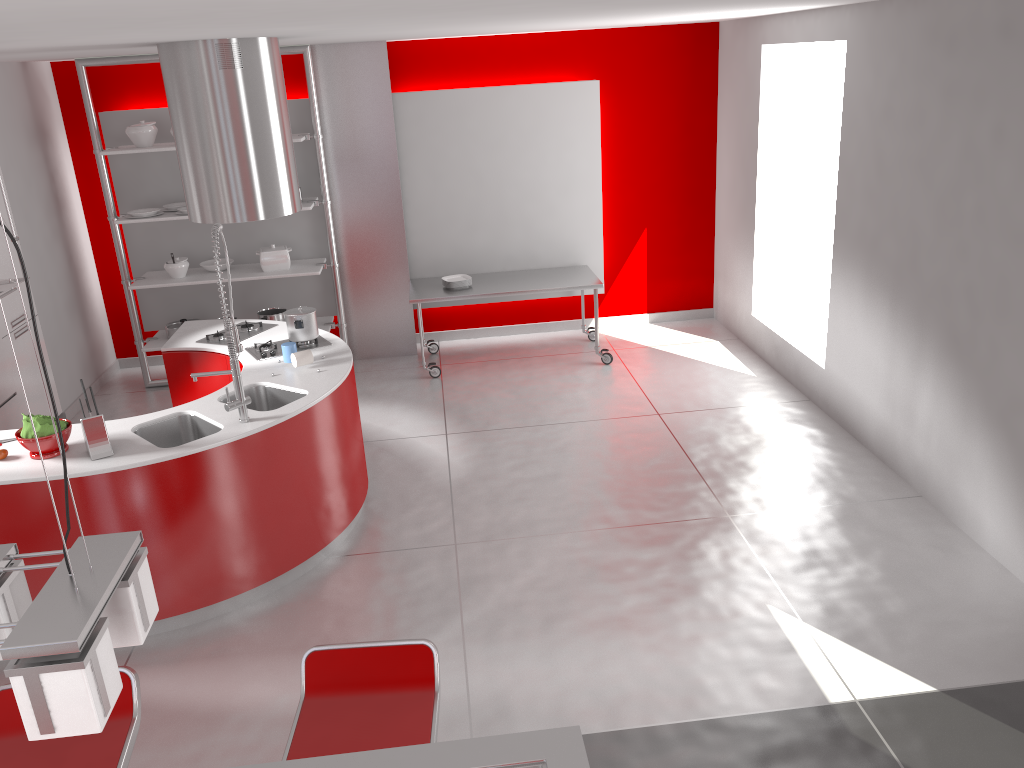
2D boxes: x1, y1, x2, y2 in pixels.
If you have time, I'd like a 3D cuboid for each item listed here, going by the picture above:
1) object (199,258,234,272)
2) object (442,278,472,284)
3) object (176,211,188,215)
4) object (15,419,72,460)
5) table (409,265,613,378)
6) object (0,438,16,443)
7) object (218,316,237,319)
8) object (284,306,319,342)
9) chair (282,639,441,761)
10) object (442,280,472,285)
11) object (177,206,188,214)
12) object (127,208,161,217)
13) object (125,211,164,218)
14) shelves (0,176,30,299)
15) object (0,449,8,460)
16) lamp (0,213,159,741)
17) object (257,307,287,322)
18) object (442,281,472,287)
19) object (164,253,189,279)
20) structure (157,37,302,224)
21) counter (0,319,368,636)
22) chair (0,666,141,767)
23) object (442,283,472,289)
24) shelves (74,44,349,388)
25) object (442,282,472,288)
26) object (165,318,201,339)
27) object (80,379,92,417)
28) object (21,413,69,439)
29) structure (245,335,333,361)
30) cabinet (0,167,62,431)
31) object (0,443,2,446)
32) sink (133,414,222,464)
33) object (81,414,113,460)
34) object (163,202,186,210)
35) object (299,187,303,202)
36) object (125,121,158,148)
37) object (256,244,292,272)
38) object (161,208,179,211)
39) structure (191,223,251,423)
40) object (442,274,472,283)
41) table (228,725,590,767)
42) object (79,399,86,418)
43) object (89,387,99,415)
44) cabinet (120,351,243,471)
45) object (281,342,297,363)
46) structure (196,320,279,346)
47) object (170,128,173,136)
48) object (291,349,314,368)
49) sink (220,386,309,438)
[{"bbox_3d":[-2.408,-0.962,7.250,0.272,0.072,0.272,-20,26,-38],"label":"object"},{"bbox_3d":[-0.453,-0.850,7.269,0.228,0.020,0.228,-12,22,-21],"label":"object"},{"bbox_3d":[-2.465,-1.337,6.886,0.280,0.015,0.280,6,22,23],"label":"object"},{"bbox_3d":[-2.083,0.253,3.969,0.229,0.118,0.228,-16,24,-31],"label":"object"},{"bbox_3d":[-0.024,-0.534,7.475,1.627,0.682,0.749,-5,20,-3],"label":"table"},{"bbox_3d":[-2.455,0.281,4.097,0.375,0.008,0.041,-14,23,-26],"label":"object"},{"bbox_3d":[-2.353,-0.474,7.319,0.196,0.122,0.182,15,27,40],"label":"object"},{"bbox_3d":[-1.253,-0.363,5.290,0.189,0.185,0.218,-21,27,-39],"label":"object"},{"bbox_3d":[-0.387,1.221,2.540,0.418,0.857,0.460,-3,20,0],"label":"chair"},{"bbox_3d":[-0.452,-0.840,7.272,0.228,0.020,0.228,-12,22,-21],"label":"object"},{"bbox_3d":[-2.466,-1.350,6.882,0.244,0.042,0.244,-11,21,-19],"label":"object"},{"bbox_3d":[-2.846,-1.320,6.866,0.244,0.042,0.244,-11,21,-19],"label":"object"},{"bbox_3d":[-2.845,-1.307,6.870,0.280,0.015,0.280,9,24,30],"label":"object"},{"bbox_3d":[-2.622,-0.791,3.557,0.934,1.023,0.462,-5,20,-4],"label":"shelves"},{"bbox_3d":[-2.276,0.312,3.943,0.064,0.048,0.063,-13,22,-25],"label":"object"},{"bbox_3d":[-0.768,-0.029,1.192,0.304,1.025,0.304,-5,20,-4],"label":"lamp"},{"bbox_3d":[-1.972,-0.522,7.329,0.240,0.161,0.259,-11,22,-20],"label":"object"},{"bbox_3d":[-0.452,-0.831,7.276,0.228,0.020,0.228,-12,22,-21],"label":"object"},{"bbox_3d":[-2.675,-0.954,7.066,0.192,0.214,0.192,-10,21,-17],"label":"object"},{"bbox_3d":[-1.591,-1.445,5.055,0.644,0.958,0.644,-19,25,-36],"label":"structure"},{"bbox_3d":[-1.935,0.503,4.708,1.868,0.880,2.865,7,23,27],"label":"counter"},{"bbox_3d":[-1.218,1.294,2.481,0.418,0.857,0.460,-7,21,-9],"label":"chair"},{"bbox_3d":[-0.450,-0.811,7.283,0.228,0.020,0.228,-12,22,-21],"label":"object"},{"bbox_3d":[-2.300,-1.264,7.063,1.735,2.599,0.535,-5,20,-4],"label":"shelves"},{"bbox_3d":[-0.451,-0.821,7.279,0.228,0.020,0.228,-12,22,-21],"label":"object"},{"bbox_3d":[-2.720,-0.456,7.319,0.308,0.130,0.407,-3,20,3],"label":"object"},{"bbox_3d":[-1.856,0.144,3.911,0.014,0.322,0.150,-16,24,-31],"label":"object"},{"bbox_3d":[-2.075,0.202,3.952,0.198,0.182,0.193,-3,20,1],"label":"object"},{"bbox_3d":[-1.334,-0.238,5.285,0.457,0.037,0.303,-15,23,-28],"label":"structure"},{"bbox_3d":[-3.649,-0.214,5.277,0.614,2.026,2.398,-5,20,-4],"label":"cabinet"},{"bbox_3d":[-2.507,0.298,4.078,0.266,0.006,0.168,4,22,21],"label":"object"},{"bbox_3d":[-1.569,0.308,4.209,0.326,0.172,0.428,-22,27,-40],"label":"sink"},{"bbox_3d":[-1.838,0.222,3.915,0.091,0.178,0.137,-16,23,-29],"label":"object"},{"bbox_3d":[-2.659,-1.414,7.089,0.244,0.042,0.244,-8,21,-12],"label":"object"},{"bbox_3d":[-1.742,-1.527,7.071,0.127,0.157,0.127,-2,20,5],"label":"object"},{"bbox_3d":[-2.811,-1.901,6.740,0.231,0.191,0.231,11,24,33],"label":"object"},{"bbox_3d":[-1.923,-1.032,7.180,0.282,0.197,0.235,-9,21,-14],"label":"object"},{"bbox_3d":[-2.659,-1.402,7.094,0.280,0.015,0.280,9,24,30],"label":"object"},{"bbox_3d":[-1.342,-0.268,4.093,0.178,0.920,0.308,12,25,36],"label":"structure"},{"bbox_3d":[-0.453,-0.859,7.265,0.228,0.020,0.228,-12,22,-21],"label":"object"},{"bbox_3d":[-0.621,1.453,1.745,1.700,1.000,0.800,-5,20,-4],"label":"table"},{"bbox_3d":[-1.873,0.165,3.895,0.009,0.197,0.091,-16,24,-31],"label":"object"},{"bbox_3d":[-1.827,0.154,3.923,0.012,0.279,0.130,-16,24,-31],"label":"object"},{"bbox_3d":[-2.209,0.483,4.716,1.025,0.761,1.875,13,26,38],"label":"cabinet"},{"bbox_3d":[-1.250,-0.180,4.968,0.080,0.100,0.109,-16,23,-29],"label":"object"},{"bbox_3d":[-1.739,-0.336,5.620,0.303,0.037,0.457,6,22,24],"label":"structure"},{"bbox_3d":[-2.505,-1.911,6.771,0.192,0.153,0.192,0,20,8],"label":"object"},{"bbox_3d":[-1.161,-0.144,4.880,0.100,0.080,0.109,-17,24,-32],"label":"object"},{"bbox_3d":[-1.263,0.160,4.557,0.428,0.172,0.326,10,24,32],"label":"sink"}]
